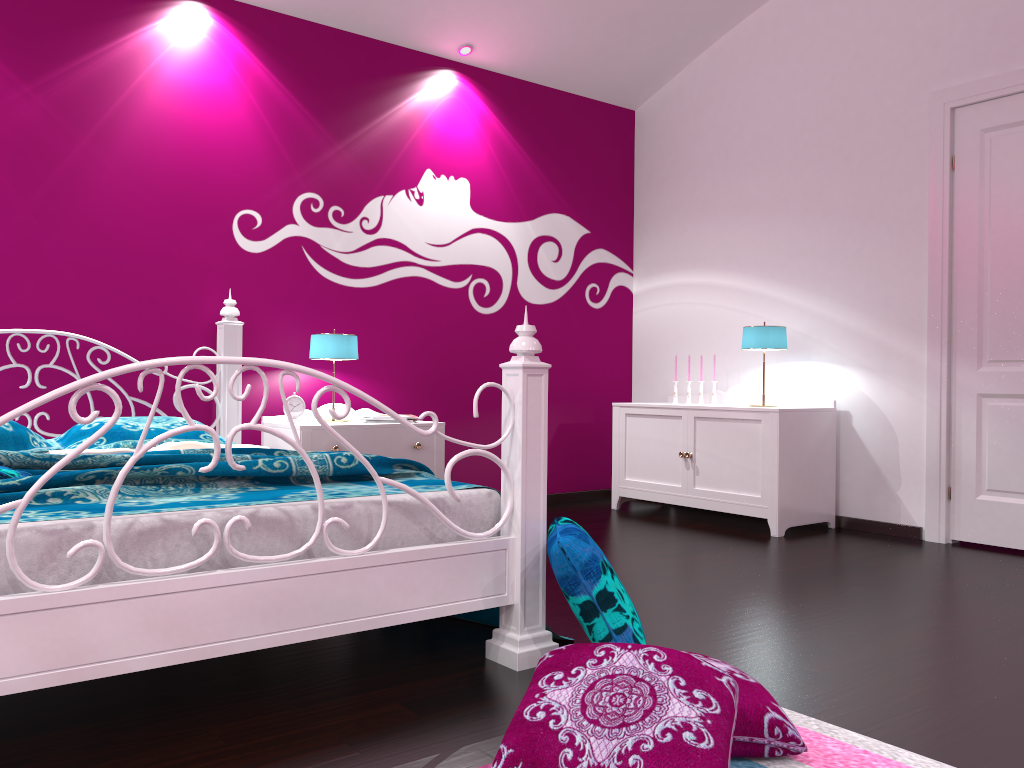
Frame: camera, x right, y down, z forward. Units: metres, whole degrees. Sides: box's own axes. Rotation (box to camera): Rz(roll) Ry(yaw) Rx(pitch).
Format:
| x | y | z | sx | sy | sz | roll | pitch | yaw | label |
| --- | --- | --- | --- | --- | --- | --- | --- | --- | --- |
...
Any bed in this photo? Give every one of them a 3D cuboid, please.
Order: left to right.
| x | y | z | sx | sy | sz | roll | pitch | yaw | label |
| --- | --- | --- | --- | --- | --- | --- | --- | --- | --- |
| -1.309 | 0.135 | 2.667 | 2.167 | 1.143 | 2.317 | 1 | 0 | -37 | bed |

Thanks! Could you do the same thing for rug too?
| x | y | z | sx | sy | sz | roll | pitch | yaw | label |
| --- | --- | --- | --- | --- | --- | --- | --- | --- | --- |
| 0.101 | 0.719 | 0.894 | 2.100 | 0.018 | 1.400 | 1 | 0 | -37 | rug |

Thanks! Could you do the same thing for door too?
| x | y | z | sx | sy | sz | roll | pitch | yaw | label |
| --- | --- | --- | --- | --- | --- | --- | --- | --- | --- |
| 2.470 | -0.273 | 3.558 | 0.098 | 2.001 | 1.405 | 1 | 0 | -37 | door |

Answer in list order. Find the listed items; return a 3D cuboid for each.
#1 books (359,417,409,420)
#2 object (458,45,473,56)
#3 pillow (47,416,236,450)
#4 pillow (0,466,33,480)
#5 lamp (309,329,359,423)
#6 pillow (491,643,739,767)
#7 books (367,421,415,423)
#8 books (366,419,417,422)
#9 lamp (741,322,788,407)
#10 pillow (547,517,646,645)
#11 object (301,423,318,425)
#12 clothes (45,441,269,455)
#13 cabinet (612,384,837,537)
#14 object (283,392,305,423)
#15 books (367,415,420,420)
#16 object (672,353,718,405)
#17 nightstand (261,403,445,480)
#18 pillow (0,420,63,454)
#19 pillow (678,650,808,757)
| x | y | z | sx | sy | sz | roll | pitch | yaw | label |
| --- | --- | --- | --- | --- | --- | --- | --- | --- | --- |
| -0.598 | 0.164 | 4.281 | 0.220 | 0.007 | 0.300 | 1 | 0 | 1 | books |
| -0.256 | -1.826 | 4.830 | 0.080 | 0.058 | 0.085 | 1 | 0 | -37 | object |
| -1.468 | 0.203 | 3.557 | 0.717 | 0.141 | 0.401 | 1 | 0 | -36 | pillow |
| -1.402 | 0.243 | 2.167 | 0.404 | 0.127 | 0.425 | 1 | 0 | -28 | pillow |
| -0.840 | -0.040 | 4.181 | 0.229 | 0.438 | 0.229 | 1 | 0 | 8 | lamp |
| 0.189 | 0.602 | 1.565 | 0.425 | 0.224 | 0.391 | 1 | 0 | 21 | pillow |
| -0.584 | 0.179 | 4.288 | 0.220 | 0.007 | 0.300 | 1 | 0 | -7 | books |
| -0.579 | 0.172 | 4.299 | 0.220 | 0.007 | 0.300 | 1 | 0 | -2 | books |
| 1.297 | -0.101 | 4.563 | 0.229 | 0.438 | 0.229 | 1 | 0 | 8 | lamp |
| 0.219 | 0.547 | 2.313 | 0.264 | 0.357 | 0.402 | 1 | 0 | 3 | pillow |
| -0.894 | 0.176 | 3.918 | 0.073 | 0.006 | 0.073 | 1 | 0 | 15 | object |
| -1.169 | 0.395 | 3.160 | 1.036 | 0.376 | 0.553 | 1 | 0 | -43 | clothes |
| 1.108 | 0.364 | 4.831 | 0.506 | 0.734 | 1.142 | 1 | 0 | -37 | cabinet |
| -1.005 | 0.108 | 4.091 | 0.106 | 0.140 | 0.033 | 1 | 0 | -35 | object |
| -0.577 | 0.160 | 4.292 | 0.221 | 0.012 | 0.300 | 1 | 0 | -14 | books |
| 1.024 | -0.027 | 4.969 | 0.285 | 0.284 | 0.043 | 1 | 0 | 41 | object |
| -0.739 | 0.404 | 4.180 | 0.742 | 0.616 | 0.455 | 1 | 0 | -37 | nightstand |
| -1.833 | 0.180 | 2.986 | 0.418 | 0.176 | 0.404 | 1 | 0 | 20 | pillow |
| 0.323 | 0.647 | 1.836 | 0.400 | 0.142 | 0.429 | 1 | 0 | -13 | pillow |
